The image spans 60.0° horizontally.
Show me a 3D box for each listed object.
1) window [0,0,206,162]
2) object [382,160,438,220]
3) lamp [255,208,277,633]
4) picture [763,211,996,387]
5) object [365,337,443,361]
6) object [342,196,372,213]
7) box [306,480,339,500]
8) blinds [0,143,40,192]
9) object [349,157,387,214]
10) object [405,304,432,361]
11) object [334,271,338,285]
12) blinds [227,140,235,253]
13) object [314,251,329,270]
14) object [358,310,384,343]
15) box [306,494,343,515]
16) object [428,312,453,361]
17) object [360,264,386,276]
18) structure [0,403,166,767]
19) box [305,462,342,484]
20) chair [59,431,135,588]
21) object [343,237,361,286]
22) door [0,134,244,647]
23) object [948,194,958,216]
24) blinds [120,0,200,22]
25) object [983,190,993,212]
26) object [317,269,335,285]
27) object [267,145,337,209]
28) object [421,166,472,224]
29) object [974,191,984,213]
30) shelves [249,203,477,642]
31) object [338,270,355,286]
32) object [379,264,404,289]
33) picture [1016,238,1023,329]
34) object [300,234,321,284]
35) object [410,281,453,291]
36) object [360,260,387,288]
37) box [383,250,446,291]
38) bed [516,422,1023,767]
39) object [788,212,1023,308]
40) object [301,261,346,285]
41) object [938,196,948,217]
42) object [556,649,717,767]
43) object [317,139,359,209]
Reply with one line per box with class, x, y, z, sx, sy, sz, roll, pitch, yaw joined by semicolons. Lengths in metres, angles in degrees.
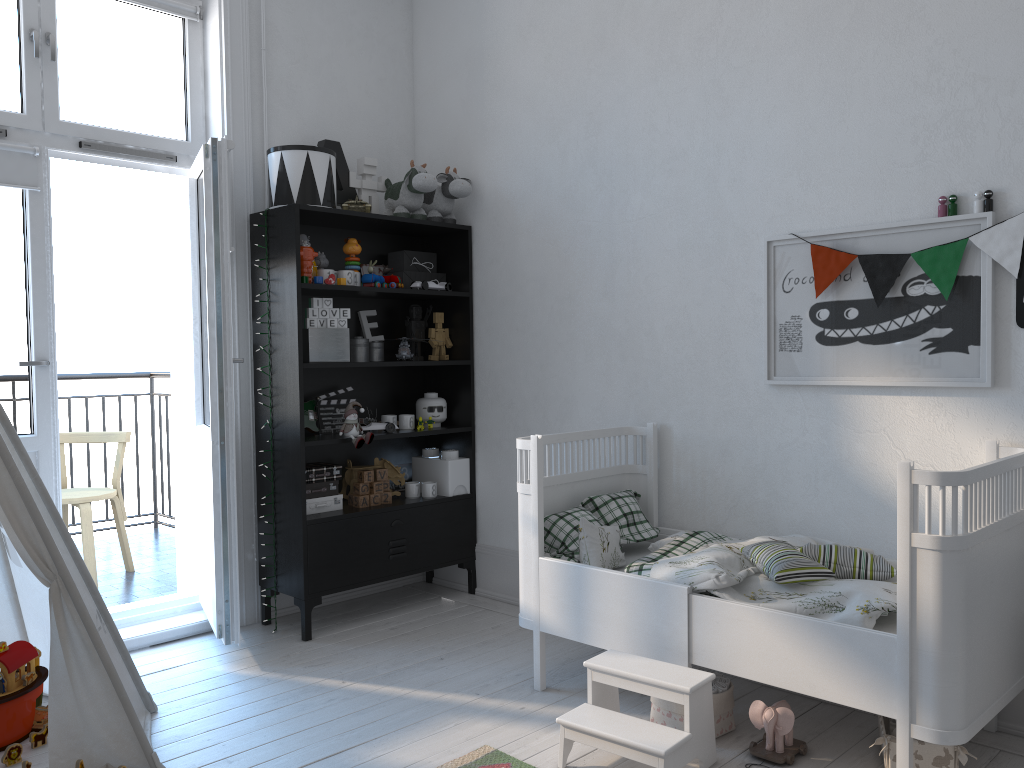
window;-1.699;-1.215;3.191;0.101;0.660;1.262;1;3;45
object;-0.460;-0.826;3.866;0.154;0.253;0.370;-2;3;-37
lamp;-0.670;0.135;3.849;0.095;1.685;0.985;1;3;42
picture;1.106;-0.241;2.744;0.703;0.493;0.030;1;3;45
object;-0.483;-0.153;3.915;0.367;0.106;0.349;-3;3;-44
object;-0.648;-0.746;3.696;0.121;0.100;0.338;-1;2;-10
box;-0.843;0.427;3.618;0.179;0.062;0.215;1;3;45
blinds;-1.892;-0.761;2.977;0.032;0.158;0.565;1;3;45
object;-0.638;-0.848;3.921;0.190;0.291;0.065;-3;3;-40
object;-0.426;-0.234;4.044;0.081;0.259;0.117;1;3;45
object;-0.741;-0.427;3.635;0.067;0.067;0.067;0;2;19
blinds;-1.106;-0.668;3.374;0.032;0.390;0.565;-2;2;-25
object;-0.800;-0.475;3.721;0.063;0.160;0.063;0;2;23
object;-0.634;-0.259;3.987;0.055;0.151;0.107;1;3;45
box;-0.829;0.488;3.634;0.179;0.062;0.215;1;3;45
object;-0.329;-0.217;4.055;0.052;0.221;0.114;1;3;44
object;-0.546;-0.478;4.085;0.037;0.132;0.347;1;3;45
structure;-1.539;0.172;2.277;1.143;1.750;1.142;0;2;20
box;-0.832;0.366;3.630;0.179;0.062;0.215;1;3;45
chair;-2.107;0.599;4.284;0.436;0.716;0.498;-1;2;0
object;-0.663;-0.503;3.684;0.077;0.213;0.077;-1;2;-12
door;-1.511;0.036;3.060;1.263;1.839;0.636;-3;3;-44
object;1.275;-0.516;2.565;0.025;0.064;0.025;1;3;43
blinds;-1.467;-1.488;3.391;0.032;0.060;0.565;1;3;45
object;1.341;-0.515;2.497;0.025;0.064;0.025;1;3;38
object;-0.748;-0.425;3.566;0.067;0.067;0.067;-3;3;-44
object;-0.862;-0.821;3.631;0.272;0.259;0.395;-1;2;-17
object;-0.357;-0.832;3.978;0.386;0.253;0.211;0;2;28
object;1.323;-0.515;2.514;0.025;0.064;0.025;1;3;40
shelves;-0.607;0.138;3.823;0.353;1.678;0.911;1;3;45
object;-0.676;-0.427;3.617;0.067;0.067;0.067;-3;3;-44
object;-0.538;-0.466;3.871;0.122;0.112;0.087;0;2;15
picture;1.454;-0.303;2.409;0.152;0.302;0.010;1;3;44
object;-0.811;-0.490;3.501;0.105;0.203;0.072;-3;3;-38
object;-0.360;-0.432;3.926;0.098;0.048;0.230;0;2;35
object;-0.585;-0.462;3.763;0.087;0.126;0.121;0;2;22
box;-0.434;-0.506;4.047;0.179;0.189;0.251;1;3;45
bed;0.722;0.577;2.693;1.404;0.833;0.670;1;3;45
object;1.217;-0.436;2.619;0.904;0.415;0.058;1;3;44
object;-0.837;-0.488;3.575;0.318;0.197;0.197;1;3;41
object;1.256;-0.516;2.585;0.025;0.064;0.025;1;3;40
object;0.332;0.887;2.348;0.332;0.246;0.288;1;3;40
object;-0.782;-0.870;3.818;0.057;0.344;0.343;1;3;45
